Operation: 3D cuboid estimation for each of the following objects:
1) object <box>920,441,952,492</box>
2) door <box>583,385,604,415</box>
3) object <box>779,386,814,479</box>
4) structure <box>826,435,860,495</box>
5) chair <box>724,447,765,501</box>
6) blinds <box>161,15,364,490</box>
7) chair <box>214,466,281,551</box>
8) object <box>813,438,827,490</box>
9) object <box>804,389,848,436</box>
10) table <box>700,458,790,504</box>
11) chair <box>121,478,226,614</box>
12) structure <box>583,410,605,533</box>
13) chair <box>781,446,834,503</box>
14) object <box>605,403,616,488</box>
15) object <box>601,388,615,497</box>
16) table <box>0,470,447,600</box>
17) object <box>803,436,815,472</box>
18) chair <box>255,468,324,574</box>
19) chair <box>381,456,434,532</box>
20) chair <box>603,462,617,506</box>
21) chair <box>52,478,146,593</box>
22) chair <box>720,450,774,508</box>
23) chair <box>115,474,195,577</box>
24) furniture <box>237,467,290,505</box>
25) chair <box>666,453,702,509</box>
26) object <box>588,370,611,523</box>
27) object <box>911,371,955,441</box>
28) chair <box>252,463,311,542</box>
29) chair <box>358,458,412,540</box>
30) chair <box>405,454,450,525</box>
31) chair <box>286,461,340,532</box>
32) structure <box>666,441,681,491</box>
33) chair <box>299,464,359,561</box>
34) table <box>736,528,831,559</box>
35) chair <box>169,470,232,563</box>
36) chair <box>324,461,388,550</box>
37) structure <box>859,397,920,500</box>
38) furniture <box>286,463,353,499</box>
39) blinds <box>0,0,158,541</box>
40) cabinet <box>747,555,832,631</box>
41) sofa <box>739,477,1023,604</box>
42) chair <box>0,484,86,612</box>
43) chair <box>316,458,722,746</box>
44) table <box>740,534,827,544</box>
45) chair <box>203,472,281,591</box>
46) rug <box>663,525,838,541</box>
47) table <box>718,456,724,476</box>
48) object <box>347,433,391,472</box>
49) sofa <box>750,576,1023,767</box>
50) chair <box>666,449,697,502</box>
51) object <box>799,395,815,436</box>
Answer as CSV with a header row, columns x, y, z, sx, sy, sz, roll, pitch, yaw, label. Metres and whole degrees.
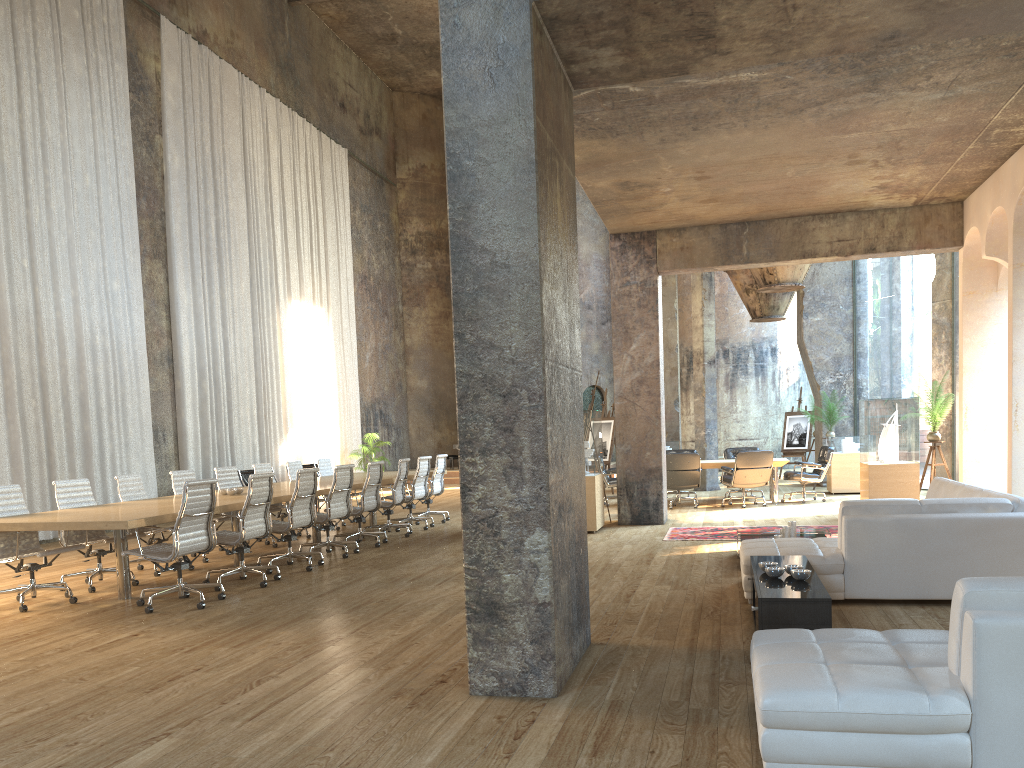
x,y,z,sx,sy,sz,roll,pitch,yaw,label
5.540,1.248,11.681,0.656,0.979,0.568,-3,3,-22,object
2.384,1.193,26.112,0.899,2.314,0.091,-4,5,-28,door
6.601,1.129,20.240,0.701,2.163,0.679,1,5,42,object
6.024,1.430,15.631,0.736,1.022,0.738,-2,2,14,structure
4.001,1.551,15.239,0.730,0.899,0.816,-2,1,14,chair
-4.955,-1.833,19.028,0.275,8.705,7.781,-1,1,15,blinds
-3.273,1.530,10.911,0.700,1.033,0.660,-1,2,22,chair
6.126,1.506,16.644,0.655,0.979,0.570,-4,3,-40,object
5.956,0.563,16.683,0.859,0.947,0.683,-2,2,16,object
3.328,1.638,14.632,2.412,0.705,1.099,-3,-1,14,table
-2.752,1.295,7.142,0.700,1.033,0.660,-2,2,19,chair
0.832,1.131,11.383,0.595,1.559,0.737,-1,3,14,structure
4.770,1.465,14.266,0.821,0.899,0.725,-2,1,8,chair
2.102,1.245,19.114,0.684,2.163,0.696,1,5,40,object
1.759,1.154,17.259,0.680,2.163,0.700,-6,5,-44,object
-2.702,1.612,10.452,1.602,0.762,7.678,-3,-3,14,table
6.642,1.624,19.097,0.659,0.979,0.567,-2,3,8,object
-2.312,1.380,8.950,0.700,1.033,0.660,-2,2,19,chair
-1.473,1.543,12.407,0.700,1.033,0.660,-1,2,22,chair
1.818,1.625,15.006,0.821,0.899,0.725,-2,1,10,chair
-3.895,1.408,8.323,0.700,1.033,0.660,-1,2,22,chair
3.656,1.485,13.835,0.728,0.899,0.818,-3,1,-13,chair
-3.692,1.447,9.153,0.699,1.033,0.661,-2,2,13,chair
-4.505,1.960,16.041,0.709,0.846,1.863,-2,-2,14,furniture
2.667,1.537,14.046,0.730,0.899,0.817,-2,1,8,chair
1.011,0.899,12.231,0.685,2.163,0.695,-1,4,13,object
5.564,0.291,11.598,0.688,0.946,0.855,-2,1,4,object
-3.064,1.571,11.782,0.700,1.033,0.660,-2,2,19,chair
-1.667,1.503,11.575,0.699,1.033,0.661,-2,2,13,chair
-1.304,1.584,13.252,0.700,1.033,0.660,-2,2,19,chair
-2.850,1.613,12.672,0.699,1.033,0.661,-2,2,17,chair
3.015,1.669,17.716,0.744,1.022,0.730,-2,2,14,structure
-2.102,1.421,9.821,0.700,1.033,0.660,-1,2,22,chair
2.633,1.552,8.557,0.860,0.248,0.368,-3,-1,14,table
-3.484,1.490,10.059,0.700,1.033,0.660,-2,2,19,chair
-1.892,1.461,10.673,0.700,1.033,0.660,-2,2,19,chair
4.859,0.967,11.336,0.595,1.559,0.737,-1,3,14,structure
-3.942,2.069,18.354,0.709,0.846,1.863,-2,-2,14,furniture
-6.993,-2.226,10.655,0.275,8.705,7.781,-1,1,15,blinds
1.662,1.347,5.388,0.396,0.371,1.554,-2,-3,14,cabinet
2.972,1.232,7.422,2.066,0.726,2.914,-3,-3,14,sofa
-4.070,1.367,7.479,0.700,1.033,0.660,-2,2,19,chair
0.118,1.511,12.855,12.964,1.038,31.354,-3,-3,14,chair
2.547,1.556,8.201,0.791,0.204,1.105,-3,-3,14,table
-2.526,1.338,8.060,0.699,1.033,0.661,-2,2,17,chair
3.068,1.752,10.380,2.465,0.009,1.340,-3,-3,14,rug
4.625,2.007,20.703,1.872,0.550,0.936,-3,-1,14,table
-3.470,1.942,21.831,1.092,1.467,1.122,-2,2,5,object
1.982,1.042,3.351,2.069,0.726,1.066,-3,-1,13,sofa
2.918,1.609,15.506,0.730,0.899,0.816,-2,1,20,chair
6.555,0.674,19.061,0.688,0.946,0.854,-1,2,34,object
